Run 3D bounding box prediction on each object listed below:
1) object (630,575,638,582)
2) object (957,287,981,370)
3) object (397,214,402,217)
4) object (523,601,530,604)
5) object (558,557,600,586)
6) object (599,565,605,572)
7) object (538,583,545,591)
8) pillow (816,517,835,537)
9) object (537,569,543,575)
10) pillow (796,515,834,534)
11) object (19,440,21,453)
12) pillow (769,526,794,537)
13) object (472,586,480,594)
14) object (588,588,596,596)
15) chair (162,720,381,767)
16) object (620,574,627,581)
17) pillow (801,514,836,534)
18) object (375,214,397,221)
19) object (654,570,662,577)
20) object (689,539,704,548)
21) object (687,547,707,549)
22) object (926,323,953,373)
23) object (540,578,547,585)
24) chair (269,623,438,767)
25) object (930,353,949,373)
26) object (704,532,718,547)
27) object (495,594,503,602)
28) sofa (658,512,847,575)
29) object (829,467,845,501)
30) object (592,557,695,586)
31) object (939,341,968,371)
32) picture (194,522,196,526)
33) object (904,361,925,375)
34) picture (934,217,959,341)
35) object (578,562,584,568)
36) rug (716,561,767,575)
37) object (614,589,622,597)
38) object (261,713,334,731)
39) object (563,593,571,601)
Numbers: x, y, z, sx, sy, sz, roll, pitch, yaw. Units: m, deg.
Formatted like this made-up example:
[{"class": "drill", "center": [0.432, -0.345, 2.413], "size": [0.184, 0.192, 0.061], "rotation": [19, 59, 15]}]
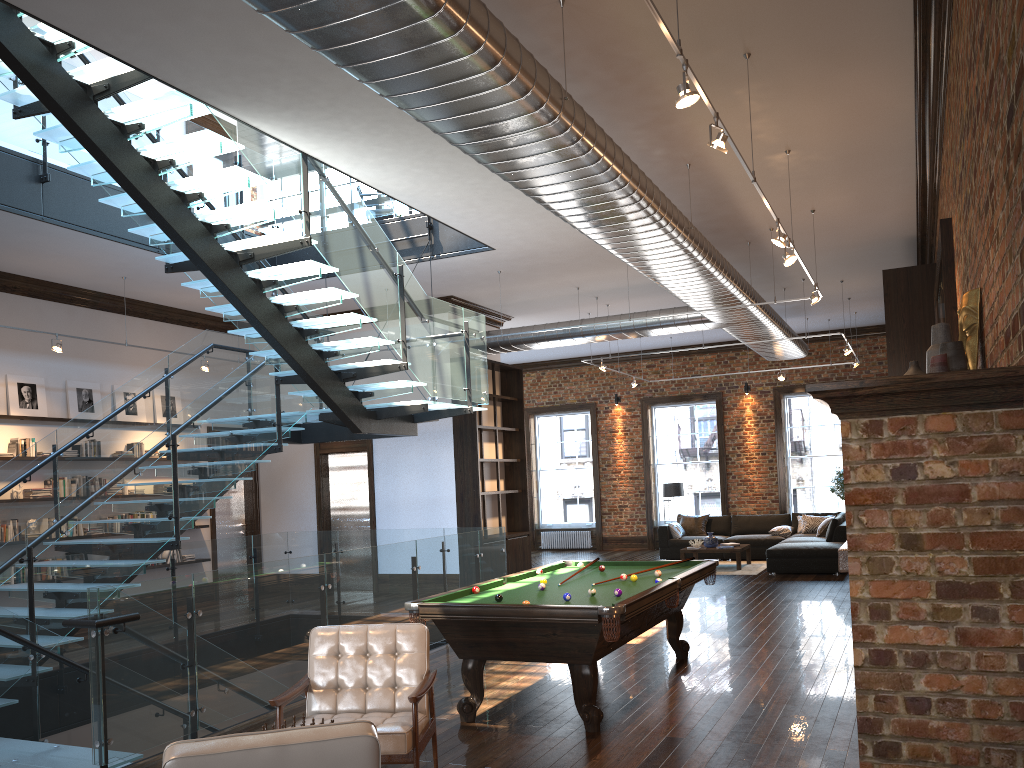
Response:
[{"class": "object", "center": [0.957, 1.525, 6.964], "size": [0.057, 0.057, 0.057], "rotation": [-4, -4, 25]}, {"class": "object", "center": [2.239, -0.171, 4.357], "size": [0.125, 0.534, 0.409], "rotation": [-3, -3, 24]}, {"class": "object", "center": [-2.179, -2.329, 16.986], "size": [0.811, 1.858, 0.804], "rotation": [-2, -2, -17]}, {"class": "object", "center": [0.091, 1.427, 5.721], "size": [0.057, 0.057, 0.057], "rotation": [-6, -5, 42]}, {"class": "object", "center": [0.596, 1.615, 7.691], "size": [0.028, 0.072, 1.612], "rotation": [-3, -6, 16]}, {"class": "object", "center": [0.795, 1.630, 7.834], "size": [0.057, 0.057, 0.057], "rotation": [-1, -4, -17]}, {"class": "object", "center": [0.224, 1.526, 6.670], "size": [0.057, 0.057, 0.057], "rotation": [-2, -4, -5]}, {"class": "pillow", "center": [5.534, 2.525, 15.629], "size": [0.314, 0.354, 0.631], "rotation": [-4, -5, 24]}, {"class": "object", "center": [0.243, 1.647, 7.760], "size": [0.057, 0.057, 0.057], "rotation": [-4, -4, 23]}, {"class": "pillow", "center": [5.583, 2.592, 16.318], "size": [0.705, 0.337, 0.270], "rotation": [-5, -4, 25]}, {"class": "object", "center": [-5.985, 0.778, 10.708], "size": [0.154, 0.206, 0.010], "rotation": [-4, -2, 25]}, {"class": "pillow", "center": [4.977, 2.722, 16.366], "size": [0.410, 0.203, 0.612], "rotation": [-5, -6, 22]}, {"class": "object", "center": [-0.271, 1.547, 6.656], "size": [0.057, 0.057, 0.057], "rotation": [-1, -4, -18]}, {"class": "object", "center": [0.562, 1.461, 6.227], "size": [0.057, 0.057, 0.057], "rotation": [-1, -4, -26]}, {"class": "chair", "center": [-0.819, 1.567, 3.091], "size": [0.767, 0.863, 0.745], "rotation": [-2, -4, -15]}, {"class": "object", "center": [0.889, 1.539, 7.059], "size": [0.057, 0.057, 0.057], "rotation": [-2, -4, -10]}, {"class": "pillow", "center": [5.574, 2.545, 16.125], "size": [0.613, 0.360, 0.288], "rotation": [-5, -4, 28]}, {"class": "object", "center": [-1.875, -2.315, 12.330], "size": [0.540, 0.766, 0.522], "rotation": [-2, -3, -5]}, {"class": "object", "center": [1.188, 1.543, 7.214], "size": [0.057, 0.057, 0.057], "rotation": [-1, -4, -20]}, {"class": "object", "center": [3.176, 2.734, 15.199], "size": [0.218, 0.159, 0.220], "rotation": [-1, -5, -23]}, {"class": "object", "center": [3.166, 2.804, 15.191], "size": [0.201, 0.018, 0.268], "rotation": [3, -8, -41]}, {"class": "object", "center": [1.967, -0.101, 4.043], "size": [0.145, 0.348, 0.146], "rotation": [-1, -3, -29]}, {"class": "object", "center": [0.248, 1.560, 6.983], "size": [0.057, 0.057, 0.057], "rotation": [-1, -4, -28]}, {"class": "chair", "center": [-0.804, 1.741, 4.654], "size": [0.768, 0.863, 0.744], "rotation": [-3, -4, 5]}, {"class": "object", "center": [1.821, -0.038, 3.780], "size": [0.081, 0.178, 0.082], "rotation": [-2, -3, -23]}, {"class": "object", "center": [3.422, 2.685, 15.268], "size": [0.215, 0.250, 0.216], "rotation": [0, -4, -32]}, {"class": "object", "center": [-0.091, 1.481, 6.137], "size": [0.057, 0.057, 0.057], "rotation": [-5, -5, 29]}, {"class": "sofa", "center": [4.126, 2.761, 15.609], "size": [3.508, 0.801, 3.459], "rotation": [-5, -7, 24]}, {"class": "object", "center": [6.717, 2.510, 17.610], "size": [0.814, 1.858, 0.801], "rotation": [-4, -3, 33]}, {"class": "object", "center": [1.136, 1.562, 7.443], "size": [0.028, 0.072, 1.607], "rotation": [-4, -6, 40]}, {"class": "object", "center": [1.921, -0.066, 3.864], "size": [0.121, 0.242, 0.120], "rotation": [-5, -3, 44]}, {"class": "picture", "center": [-4.846, 1.967, 13.176], "size": [0.077, 0.299, 0.301], "rotation": [-3, -4, 24]}, {"class": "object", "center": [1.776, -0.018, 3.908], "size": [0.136, 0.168, 0.136], "rotation": [-1, -4, -23]}, {"class": "picture", "center": [3.909, 0.415, 7.899], "size": [0.080, 2.991, 3.209], "rotation": [-3, -4, 24]}, {"class": "object", "center": [0.637, 1.678, 8.205], "size": [0.058, 0.057, 0.057], "rotation": [-5, -4, 25]}, {"class": "rug", "center": [3.345, 3.157, 15.238], "size": [2.026, 0.003, 2.120], "rotation": [-6, -7, 24]}, {"class": "object", "center": [0.733, 1.443, 6.130], "size": [0.057, 0.057, 0.057], "rotation": [1, -5, -43]}, {"class": "object", "center": [-0.963, 1.538, 3.993], "size": [0.334, 0.100, 0.076], "rotation": [-3, -3, 0]}, {"class": "object", "center": [0.375, 1.447, 6.025], "size": [0.057, 0.057, 0.057], "rotation": [-5, -5, 29]}]
